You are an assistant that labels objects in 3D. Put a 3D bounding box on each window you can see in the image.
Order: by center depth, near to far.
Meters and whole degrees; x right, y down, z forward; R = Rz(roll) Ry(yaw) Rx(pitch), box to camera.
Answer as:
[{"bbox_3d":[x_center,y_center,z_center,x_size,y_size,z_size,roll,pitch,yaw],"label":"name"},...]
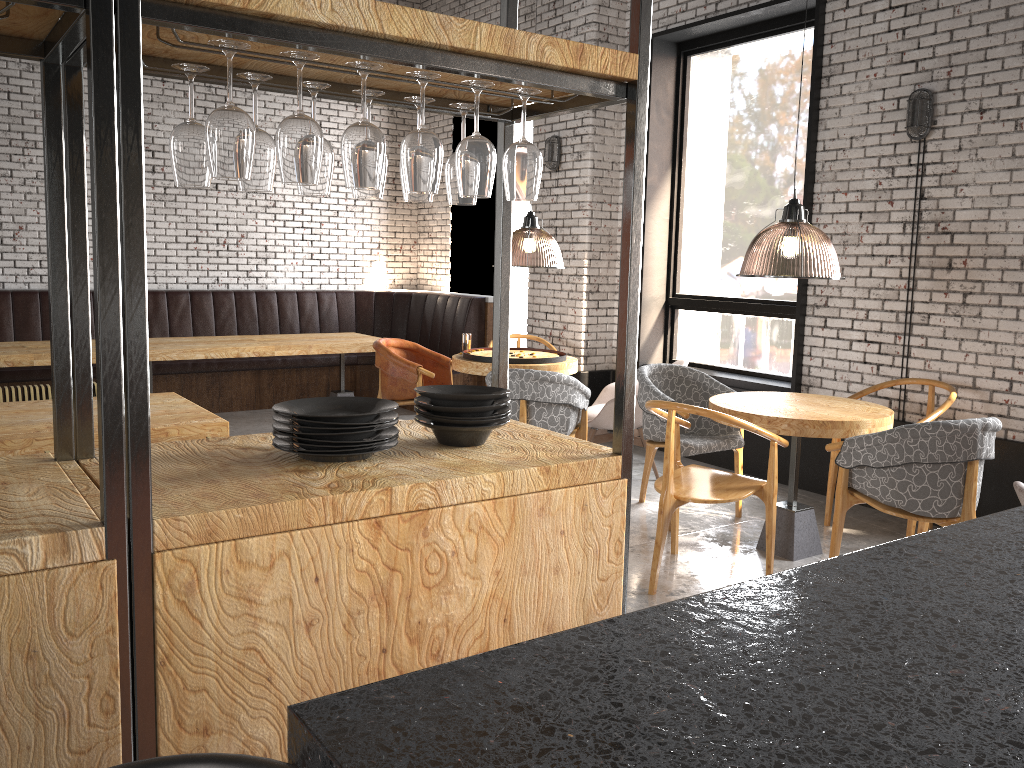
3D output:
[{"bbox_3d":[1.715,-1.349,6.741,0.365,2.690,1.538,-3,9,-34],"label":"window"}]

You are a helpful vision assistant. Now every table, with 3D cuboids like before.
[{"bbox_3d":[-1.999,0.516,4.232,0.997,0.761,1.002,-4,9,-34],"label":"table"},{"bbox_3d":[1.512,0.511,4.758,0.932,0.808,0.934,3,8,13],"label":"table"},{"bbox_3d":[0.013,0.125,6.632,0.932,0.971,0.934,3,8,8],"label":"table"},{"bbox_3d":[-3.024,0.044,7.387,4.138,0.761,1.002,-4,9,-34],"label":"table"}]

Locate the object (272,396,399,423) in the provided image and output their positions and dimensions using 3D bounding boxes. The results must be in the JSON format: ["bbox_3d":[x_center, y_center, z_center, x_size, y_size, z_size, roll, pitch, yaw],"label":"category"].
[{"bbox_3d":[-0.433,0.069,2.184,0.306,0.039,0.306,8,10,38],"label":"object"}]

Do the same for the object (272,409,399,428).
[{"bbox_3d":[-0.432,0.083,2.186,0.305,0.048,0.306,0,8,-10],"label":"object"}]

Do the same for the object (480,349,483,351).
[{"bbox_3d":[-0.235,-0.263,6.831,0.032,0.010,0.032,4,8,16],"label":"object"}]

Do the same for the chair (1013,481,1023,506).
[{"bbox_3d":[2.040,0.781,2.865,0.802,0.848,0.772,3,8,15],"label":"chair"}]

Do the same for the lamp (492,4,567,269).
[{"bbox_3d":[0.158,-2.034,6.280,0.536,2.400,0.538,2,7,7],"label":"lamp"}]

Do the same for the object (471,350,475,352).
[{"bbox_3d":[-0.294,-0.248,6.745,0.032,0.020,0.031,4,8,19],"label":"object"}]

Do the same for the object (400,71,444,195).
[{"bbox_3d":[-0.208,-0.576,2.049,0.101,0.267,0.101,4,7,19],"label":"object"}]

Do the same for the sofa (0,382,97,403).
[{"bbox_3d":[-2.955,0.430,4.785,1.806,0.728,0.641,-4,9,-34],"label":"sofa"}]

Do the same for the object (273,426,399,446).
[{"bbox_3d":[-0.433,0.124,2.193,0.305,0.046,0.306,3,8,13],"label":"object"}]

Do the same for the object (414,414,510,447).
[{"bbox_3d":[-0.134,0.124,2.378,0.257,0.067,0.257,-6,11,-42],"label":"object"}]

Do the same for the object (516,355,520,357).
[{"bbox_3d":[0.044,-0.206,6.462,0.032,0.010,0.032,4,8,16],"label":"object"}]

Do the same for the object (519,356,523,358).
[{"bbox_3d":[0.067,-0.193,6.374,0.032,0.010,0.032,4,8,16],"label":"object"}]

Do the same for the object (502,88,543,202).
[{"bbox_3d":[0.028,-0.593,2.211,0.101,0.267,0.101,4,7,19],"label":"object"}]

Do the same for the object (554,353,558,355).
[{"bbox_3d":[0.331,-0.226,6.744,0.032,0.010,0.032,4,8,16],"label":"object"}]

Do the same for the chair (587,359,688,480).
[{"bbox_3d":[0.870,0.234,6.524,0.802,0.848,0.773,2,7,5],"label":"chair"}]

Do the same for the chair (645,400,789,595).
[{"bbox_3d":[0.887,0.520,4.290,0.644,0.919,0.613,-5,10,-42],"label":"chair"}]

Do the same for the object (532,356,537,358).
[{"bbox_3d":[0.164,-0.198,6.429,0.032,0.010,0.032,4,8,16],"label":"object"}]

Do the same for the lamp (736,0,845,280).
[{"bbox_3d":[1.457,-1.736,4.411,0.536,2.400,0.538,2,7,7],"label":"lamp"}]

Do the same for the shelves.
[{"bbox_3d":[-1.348,-1.205,1.356,3.661,5.006,0.691,-4,9,-34],"label":"shelves"}]

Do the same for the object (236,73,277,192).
[{"bbox_3d":[-0.613,-0.597,2.116,0.101,0.267,0.101,4,7,19],"label":"object"}]

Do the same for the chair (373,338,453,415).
[{"bbox_3d":[-0.777,0.123,6.766,0.644,0.926,0.682,4,8,18],"label":"chair"}]

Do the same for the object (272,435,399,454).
[{"bbox_3d":[-0.435,0.147,2.195,0.306,0.041,0.306,-1,8,-17],"label":"object"}]

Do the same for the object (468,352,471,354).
[{"bbox_3d":[-0.327,-0.234,6.677,0.032,0.010,0.032,4,8,16],"label":"object"}]

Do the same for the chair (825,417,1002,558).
[{"bbox_3d":[1.870,0.575,4.056,0.681,0.926,0.645,-2,8,-25],"label":"chair"}]

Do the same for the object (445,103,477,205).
[{"bbox_3d":[-0.135,-0.630,2.444,0.101,0.267,0.101,4,7,19],"label":"object"}]

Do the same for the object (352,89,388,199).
[{"bbox_3d":[-0.370,-0.614,2.282,0.101,0.267,0.101,4,7,19],"label":"object"}]

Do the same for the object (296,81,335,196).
[{"bbox_3d":[-0.491,-0.605,2.199,0.101,0.267,0.101,4,7,19],"label":"object"}]

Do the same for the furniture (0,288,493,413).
[{"bbox_3d":[-3.406,-0.240,7.947,6.767,1.148,1.921,-4,9,-34],"label":"furniture"}]

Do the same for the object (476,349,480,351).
[{"bbox_3d":[-0.258,-0.260,6.805,0.032,0.010,0.032,4,8,16],"label":"object"}]

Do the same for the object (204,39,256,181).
[{"bbox_3d":[-0.572,-0.551,1.799,0.101,0.267,0.101,1,7,-4],"label":"object"}]

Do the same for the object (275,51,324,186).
[{"bbox_3d":[-0.450,-0.559,1.882,0.101,0.267,0.101,4,7,19],"label":"object"}]

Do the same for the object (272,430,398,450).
[{"bbox_3d":[-0.435,0.132,2.193,0.306,0.044,0.306,-4,10,-34],"label":"object"}]

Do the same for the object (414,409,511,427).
[{"bbox_3d":[-0.133,0.101,2.375,0.257,0.075,0.257,-4,10,-34],"label":"object"}]

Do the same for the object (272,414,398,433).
[{"bbox_3d":[-0.433,0.094,2.188,0.306,0.037,0.306,-4,10,-33],"label":"object"}]

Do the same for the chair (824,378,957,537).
[{"bbox_3d":[2.240,0.440,5.111,0.644,0.919,0.614,-2,8,-28],"label":"chair"}]

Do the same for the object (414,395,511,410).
[{"bbox_3d":[-0.133,0.072,2.371,0.257,0.072,0.257,-4,10,-35],"label":"object"}]

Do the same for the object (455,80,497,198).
[{"bbox_3d":[-0.086,-0.585,2.132,0.101,0.267,0.101,4,7,19],"label":"object"}]

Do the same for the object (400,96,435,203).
[{"bbox_3d":[-0.249,-0.622,2.366,0.101,0.267,0.101,4,7,19],"label":"object"}]

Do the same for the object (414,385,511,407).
[{"bbox_3d":[-0.133,0.046,2.368,0.257,0.076,0.257,2,8,2],"label":"object"}]

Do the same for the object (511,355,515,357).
[{"bbox_3d":[0.007,-0.205,6.453,0.032,0.010,0.032,4,8,16],"label":"object"}]

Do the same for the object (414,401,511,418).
[{"bbox_3d":[-0.134,0.076,2.372,0.257,0.072,0.257,6,9,27],"label":"object"}]

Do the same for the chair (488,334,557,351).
[{"bbox_3d":[0.080,0.062,7.390,0.612,0.919,0.645,1,7,-8],"label":"chair"}]

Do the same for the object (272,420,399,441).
[{"bbox_3d":[-0.434,0.109,2.190,0.306,0.042,0.306,3,8,12],"label":"object"}]

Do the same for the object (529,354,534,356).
[{"bbox_3d":[0.145,-0.217,6.560,0.032,0.010,0.032,4,8,16],"label":"object"}]

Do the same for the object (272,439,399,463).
[{"bbox_3d":[-0.435,0.158,2.196,0.306,0.034,0.306,2,8,3],"label":"object"}]

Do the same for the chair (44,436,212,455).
[{"bbox_3d":[-1.433,0.651,3.501,0.657,0.728,0.640,-3,9,-34],"label":"chair"}]

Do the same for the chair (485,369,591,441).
[{"bbox_3d":[0.100,0.342,5.375,0.681,0.926,0.645,3,8,15],"label":"chair"}]

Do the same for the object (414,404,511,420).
[{"bbox_3d":[-0.133,0.094,2.374,0.257,0.075,0.257,0,8,-9],"label":"object"}]

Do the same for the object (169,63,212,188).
[{"bbox_3d":[-0.734,-0.588,2.032,0.101,0.267,0.101,1,7,-4],"label":"object"}]

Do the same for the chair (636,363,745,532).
[{"bbox_3d":[1.037,0.360,5.425,0.681,0.926,0.645,-4,9,-35],"label":"chair"}]

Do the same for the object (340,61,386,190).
[{"bbox_3d":[-0.329,-0.568,1.965,0.101,0.267,0.101,4,7,19],"label":"object"}]

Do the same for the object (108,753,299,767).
[{"bbox_3d":[-0.307,0.908,0.780,0.399,1.032,0.398,2,7,0],"label":"object"}]
